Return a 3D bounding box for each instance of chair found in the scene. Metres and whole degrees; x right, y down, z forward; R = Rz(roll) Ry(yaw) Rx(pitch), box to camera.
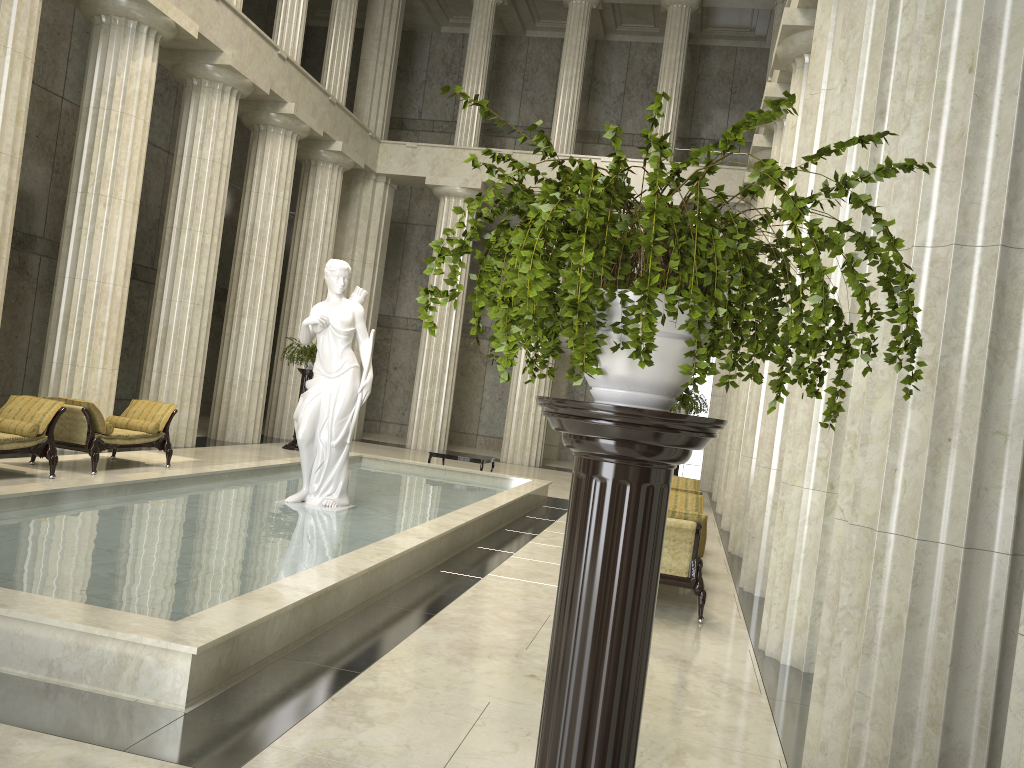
[{"bbox_3d":[1.391,1.553,8.548,0.993,0.950,2.172,7,-1,11],"label":"chair"},{"bbox_3d":[-6.155,0.590,10.067,0.993,0.950,2.172,7,-1,11],"label":"chair"},{"bbox_3d":[-5.680,0.686,12.487,0.993,0.950,2.172,7,-1,11],"label":"chair"},{"bbox_3d":[1.866,1.648,10.968,0.993,0.950,2.172,7,-1,11],"label":"chair"}]

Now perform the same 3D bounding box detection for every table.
[{"bbox_3d":[-0.963,1.592,16.910,1.134,0.494,1.123,7,-1,10],"label":"table"}]

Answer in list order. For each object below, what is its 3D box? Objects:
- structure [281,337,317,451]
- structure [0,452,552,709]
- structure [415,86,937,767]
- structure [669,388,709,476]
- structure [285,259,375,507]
[{"bbox_3d":[-4.414,0.216,18.908,1.159,2.386,1.053,7,-1,6],"label":"structure"},{"bbox_3d":[-2.258,1.511,10.301,3.754,0.508,11.573,7,-1,11],"label":"structure"},{"bbox_3d":[0.218,0.585,2.035,1.159,2.386,1.053,7,-1,41],"label":"structure"},{"bbox_3d":[3.207,1.188,17.367,1.053,2.386,1.159,7,-1,16],"label":"structure"},{"bbox_3d":[-2.099,0.066,10.300,0.940,3.044,0.729,7,-1,6],"label":"structure"}]
